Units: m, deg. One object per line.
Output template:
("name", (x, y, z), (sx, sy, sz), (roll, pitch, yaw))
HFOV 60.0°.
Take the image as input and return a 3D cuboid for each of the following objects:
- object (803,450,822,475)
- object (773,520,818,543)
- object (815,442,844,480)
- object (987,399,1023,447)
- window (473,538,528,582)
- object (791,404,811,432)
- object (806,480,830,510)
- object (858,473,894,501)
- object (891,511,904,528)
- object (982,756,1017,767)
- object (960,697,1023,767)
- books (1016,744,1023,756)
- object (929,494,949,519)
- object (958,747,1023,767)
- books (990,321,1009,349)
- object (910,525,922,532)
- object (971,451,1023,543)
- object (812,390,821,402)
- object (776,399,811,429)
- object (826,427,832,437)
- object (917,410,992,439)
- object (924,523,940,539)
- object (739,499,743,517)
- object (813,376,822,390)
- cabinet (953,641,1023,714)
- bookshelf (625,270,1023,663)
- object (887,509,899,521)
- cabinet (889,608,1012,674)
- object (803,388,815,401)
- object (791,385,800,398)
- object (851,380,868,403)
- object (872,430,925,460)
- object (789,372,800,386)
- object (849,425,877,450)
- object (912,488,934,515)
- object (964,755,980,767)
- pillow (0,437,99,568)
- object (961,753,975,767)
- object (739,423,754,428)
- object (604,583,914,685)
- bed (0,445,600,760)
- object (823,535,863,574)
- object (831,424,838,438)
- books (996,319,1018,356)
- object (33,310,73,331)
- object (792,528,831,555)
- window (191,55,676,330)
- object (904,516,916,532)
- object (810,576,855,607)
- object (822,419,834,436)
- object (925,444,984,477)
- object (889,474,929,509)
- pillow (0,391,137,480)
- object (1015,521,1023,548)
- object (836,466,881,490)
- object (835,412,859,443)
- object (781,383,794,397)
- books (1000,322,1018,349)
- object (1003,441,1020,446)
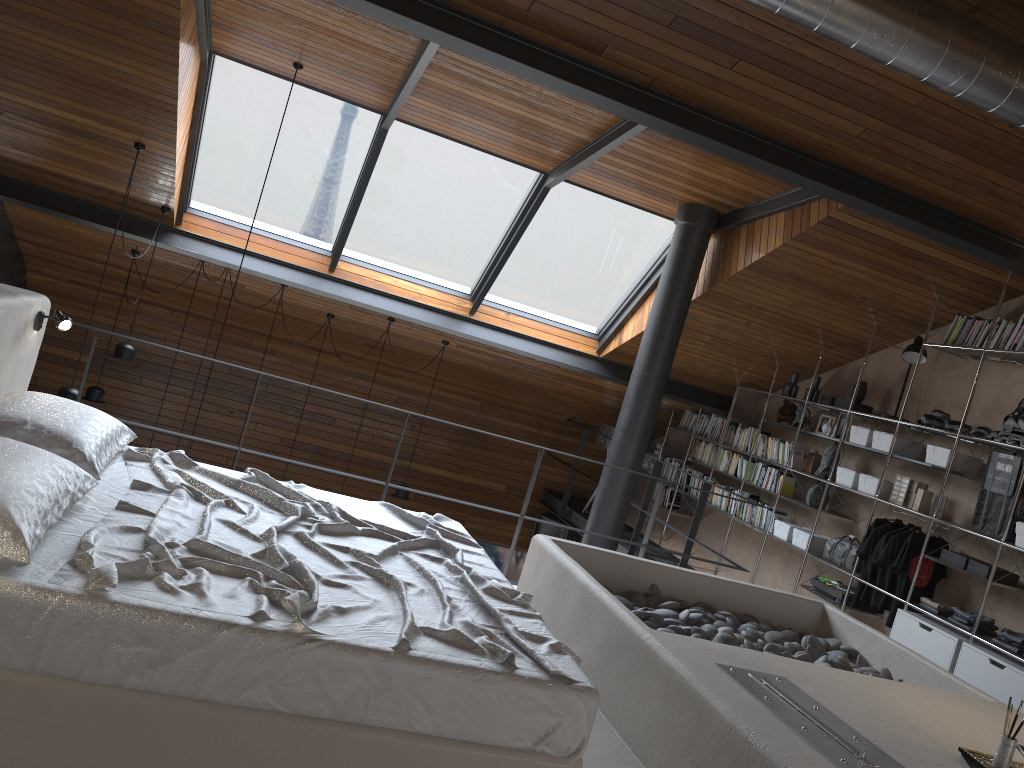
("object", (2.497, 0.647, 7.367), (0.082, 0.202, 0.227), (18, 2, 35))
("object", (2.341, 1.241, 7.340), (0.295, 0.136, 0.228), (16, 2, -17))
("object", (2.556, 0.623, 7.140), (0.157, 0.339, 0.229), (17, 2, 10))
("object", (3.215, 0.237, 5.519), (0.174, 0.342, 0.416), (16, 2, -12))
("window", (-2.517, 1.980, 10.523), (5.935, 1.522, 0.101), (16, 2, -17))
("object", (2.508, 0.287, 7.606), (0.197, 0.220, 0.102), (15, 2, -33))
("object", (2.500, 0.889, 7.223), (0.166, 0.240, 0.390), (17, 2, 16))
("object", (2.730, 0.773, 6.532), (0.295, 0.136, 0.228), (16, 2, -17))
("object", (2.733, 0.995, 6.283), (0.387, 0.197, 0.009), (16, 2, -21))
("object", (1.614, 1.230, 2.802), (0.232, 0.010, 0.064), (17, 2, 20))
("object", (1.620, 1.122, 2.788), (0.301, 0.234, 0.245), (17, 2, 3))
("books", (1.962, 1.356, 3.055), (0.347, 0.019, 0.260), (17, 2, 15))
("object", (2.878, 0.825, 5.980), (0.074, 0.156, 0.078), (17, 2, 33))
("object", (1.589, 1.227, 2.790), (0.276, 0.013, 0.207), (16, 2, -6))
("books", (3.238, -0.300, 5.818), (0.131, 0.202, 0.068), (16, 2, -17))
("object", (2.784, 1.015, 6.103), (0.387, 0.197, 0.009), (16, 2, -21))
("object", (3.115, 0.697, 5.560), (0.188, 0.559, 0.337), (16, 2, -12))
("object", (2.599, 0.110, 7.577), (0.029, 0.117, 0.086), (17, 2, 8))
("object", (2.478, 0.269, 7.806), (0.278, 0.222, 0.138), (17, 2, 29))
("object", (2.551, 0.385, 7.125), (0.037, 0.077, 0.037), (16, 2, -31))
("object", (3.041, 0.275, 6.030), (0.286, 0.141, 0.658), (16, 2, -24))
("object", (2.835, 0.991, 5.976), (0.283, 0.118, 0.016), (16, 2, -17))
("object", (2.129, 1.132, 8.027), (0.131, 0.180, 0.042), (16, 2, -17))
("object", (2.615, -0.008, 7.619), (0.029, 0.114, 0.084), (16, 2, -5))
("cabinet", (2.868, 1.881, 5.084), (0.435, 0.561, 0.527), (16, 2, -16))
("bookshelf", (2.789, 1.748, 5.627), (0.421, 6.219, 10.741), (16, 2, -17))
("object", (2.735, 0.951, 6.328), (0.283, 0.118, 0.016), (16, 2, -17))
("cabinet", (2.714, 1.820, 5.617), (0.435, 0.561, 0.527), (16, 2, -16))
("object", (2.571, 0.098, 7.670), (0.029, 0.117, 0.086), (16, 2, -26))
("object", (2.488, 0.072, 7.801), (0.029, 0.117, 0.086), (17, 2, 3))
("object", (2.776, 0.064, 7.091), (0.115, 0.177, 0.115), (17, 2, 8))
("object", (2.830, 0.453, 6.524), (0.295, 0.136, 0.228), (16, 2, -17))
("object", (2.500, -0.046, 7.842), (0.029, 0.114, 0.084), (16, 2, -10))
("object", (2.759, 0.425, 6.773), (0.295, 0.136, 0.228), (16, 2, -17))
("object", (2.806, 0.801, 6.055), (0.074, 0.156, 0.078), (16, 2, -2))
("object", (1.591, 1.241, 2.800), (0.276, 0.013, 0.207), (17, 2, 8))
("pillow", (-1.395, 0.257, 2.284), (0.502, 0.176, 0.837), (16, 2, -16))
("object", (1.589, 1.253, 2.800), (0.276, 0.013, 0.207), (17, 2, 14))
("object", (2.200, 0.507, 8.441), (0.146, 0.240, 0.023), (16, 2, -17))
("object", (1.105, 1.276, 4.180), (1.842, 0.246, 1.436), (16, 2, -17))
("bed", (-0.925, 0.651, 2.955), (2.010, 0.485, 1.826), (16, 2, -17))
("object", (2.538, 1.262, 6.693), (0.166, 0.247, 0.376), (16, 2, -19))
("object", (2.579, 0.375, 7.080), (0.037, 0.114, 0.037), (16, 2, -31))
("books", (3.251, -0.301, 5.776), (0.133, 0.215, 0.070), (16, 2, -17))
("object", (-1.917, -0.257, 3.680), (0.165, 0.106, 0.085), (17, 2, 11))
("object", (2.414, 1.270, 7.084), (0.295, 0.136, 0.228), (16, 2, -17))
("window", (-0.623, -1.448, 7.389), (3.818, 1.031, 1.213), (16, 2, -17))
("object", (2.767, 1.008, 6.165), (0.387, 0.197, 0.009), (16, 2, -21))
("object", (2.489, 1.575, 6.690), (0.320, 0.114, 0.405), (16, 2, -17))
("object", (2.585, 0.354, 7.244), (0.091, 0.146, 0.091), (17, 2, 17))
("object", (2.979, 0.519, 5.993), (0.290, 0.124, 0.222), (16, 2, -17))
("object", (2.816, 0.771, 6.282), (0.142, 0.205, 0.196), (16, 2, -18))
("pillow", (-1.638, 0.162, 3.141), (0.509, 0.173, 0.842), (16, 2, -17))
("object", (3.155, 0.938, 5.056), (0.343, 0.147, 0.445), (16, 2, -17))
("object", (2.658, 0.744, 6.786), (0.295, 0.136, 0.228), (16, 2, -17))
("object", (2.658, 0.345, 7.056), (0.062, 0.219, 0.157), (16, 2, -17))
("object", (2.453, 0.059, 7.891), (0.029, 0.117, 0.086), (16, 2, -31))
("books", (3.258, -0.290, 5.748), (0.123, 0.201, 0.071), (16, 2, -17))
("object", (3.342, 0.267, 5.577), (0.173, 0.342, 0.416), (16, 2, -12))
